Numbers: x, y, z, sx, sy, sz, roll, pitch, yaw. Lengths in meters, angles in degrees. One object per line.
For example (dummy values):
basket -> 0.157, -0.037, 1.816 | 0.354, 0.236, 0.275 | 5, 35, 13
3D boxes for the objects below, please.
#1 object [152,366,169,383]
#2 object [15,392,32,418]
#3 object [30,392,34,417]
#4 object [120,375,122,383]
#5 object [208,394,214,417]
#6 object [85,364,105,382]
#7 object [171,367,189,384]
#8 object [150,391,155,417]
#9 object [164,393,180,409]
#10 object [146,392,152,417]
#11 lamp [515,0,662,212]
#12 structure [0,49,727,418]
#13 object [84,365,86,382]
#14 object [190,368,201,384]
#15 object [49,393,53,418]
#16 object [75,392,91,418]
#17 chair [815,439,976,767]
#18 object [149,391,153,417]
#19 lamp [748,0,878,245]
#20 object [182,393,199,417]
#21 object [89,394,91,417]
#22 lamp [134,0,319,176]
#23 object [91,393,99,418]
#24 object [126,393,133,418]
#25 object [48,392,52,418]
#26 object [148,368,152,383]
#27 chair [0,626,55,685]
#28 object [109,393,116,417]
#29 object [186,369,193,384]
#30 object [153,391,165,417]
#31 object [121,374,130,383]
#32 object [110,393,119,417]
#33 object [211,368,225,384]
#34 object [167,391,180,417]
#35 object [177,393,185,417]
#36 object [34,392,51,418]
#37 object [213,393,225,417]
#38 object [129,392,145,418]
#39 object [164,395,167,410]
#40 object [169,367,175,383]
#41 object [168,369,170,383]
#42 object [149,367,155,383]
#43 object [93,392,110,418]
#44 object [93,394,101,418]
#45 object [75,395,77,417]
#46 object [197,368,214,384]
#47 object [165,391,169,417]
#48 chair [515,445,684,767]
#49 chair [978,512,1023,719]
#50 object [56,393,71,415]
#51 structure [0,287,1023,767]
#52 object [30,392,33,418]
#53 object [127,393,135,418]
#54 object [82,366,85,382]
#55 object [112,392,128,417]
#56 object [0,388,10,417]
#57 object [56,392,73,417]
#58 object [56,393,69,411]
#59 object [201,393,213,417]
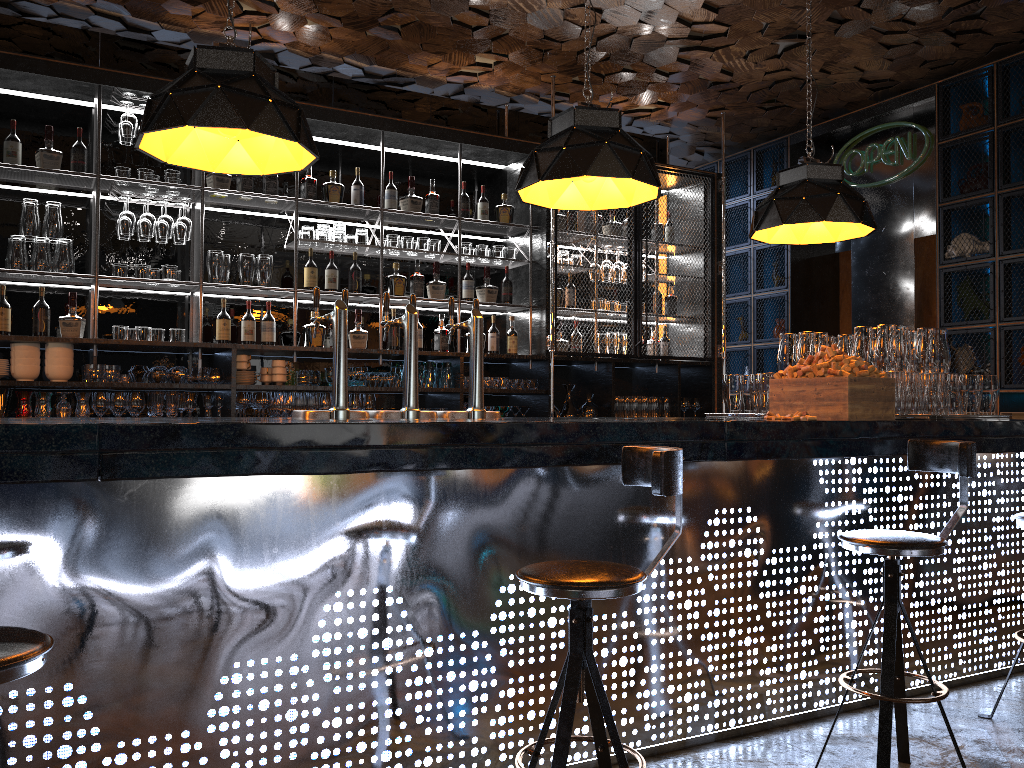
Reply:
object -> -2.041, -0.052, 5.149 | 0.093, 0.099, 0.093 | 1, -2, -12
object -> -2.624, 0.148, 4.764 | 0.082, 0.213, 0.082 | 0, -2, 1
object -> -2.704, 0.152, 4.922 | 0.082, 0.213, 0.082 | 0, -2, 21
object -> -2.221, -0.028, 5.079 | 0.044, 0.048, 0.049 | 0, -2, 3
object -> -1.832, 0.167, 5.373 | 0.071, 0.217, 0.071 | 1, -2, -20
object -> -2.318, -0.058, 4.933 | 0.100, 0.100, 0.089 | 1, -2, -24
object -> -1.929, -0.051, 5.156 | 0.093, 0.099, 0.093 | 1, -2, -9
object -> -2.080, 0.156, 5.186 | 0.071, 0.226, 0.071 | -1, -2, 33
object -> -2.019, 0.163, 5.266 | 0.092, 0.218, 0.092 | 0, -2, 22
object -> -2.167, 0.159, 5.334 | 0.071, 0.226, 0.071 | -1, -2, 33
lamp -> 0.315, -1.549, 3.625 | 0.582, 1.564, 0.607 | 1, -2, -29
structure -> -1.337, -0.428, 5.505 | 6.750, 3.553, 1.143 | 1, -2, -29
object -> -2.379, -0.056, 5.029 | 0.089, 0.100, 0.100 | -1, -2, 34
object -> -1.873, -0.045, 5.294 | 0.095, 0.096, 0.095 | 1, -2, -28
object -> -2.620, 0.154, 4.969 | 0.082, 0.213, 0.082 | 1, -2, -8
object -> -2.372, 0.153, 4.899 | 0.082, 0.213, 0.082 | 0, -2, 1
chair -> 1.243, 0.737, 2.841 | 0.476, 1.108, 0.419 | 1, -2, -14
object -> -2.121, 0.158, 5.270 | 0.071, 0.226, 0.071 | -1, -2, 33
lamp -> 1.482, -1.522, 4.399 | 0.582, 1.564, 0.607 | 1, -2, -29
object -> -1.883, 0.161, 5.187 | 0.092, 0.218, 0.092 | 0, -2, 22
object -> -2.410, 0.155, 4.982 | 0.082, 0.213, 0.082 | -1, -2, 42
lamp -> -0.966, -1.572, 3.060 | 0.582, 1.564, 0.607 | 1, -2, -29
object -> -2.416, 0.159, 5.179 | 0.084, 0.216, 0.084 | 0, -2, 10
object -> -2.256, 0.162, 5.267 | 0.084, 0.216, 0.084 | 0, -2, -6
object -> -2.583, 0.152, 4.885 | 0.082, 0.213, 0.082 | -1, -2, 38
object -> -2.144, -0.047, 5.335 | 0.093, 0.099, 0.093 | 1, -2, -27
chair -> -0.974, 0.688, 1.461 | 0.476, 1.108, 0.419 | 1, -2, -29
object -> -2.332, 0.160, 5.218 | 0.084, 0.216, 0.084 | 1, -2, -30
object -> -1.962, -0.042, 5.434 | 0.095, 0.096, 0.095 | 1, -2, -12
object -> -2.038, 0.154, 5.113 | 0.071, 0.226, 0.071 | -1, -2, 33
object -> -2.192, -0.029, 5.030 | 0.049, 0.048, 0.044 | 0, -2, 14
object -> -2.266, 0.158, 5.102 | 0.084, 0.216, 0.084 | 1, -2, -36
object -> -1.773, -0.044, 5.312 | 0.095, 0.096, 0.095 | 0, -2, -5
object -> -1.955, 0.155, 5.113 | 0.071, 0.226, 0.071 | -1, -2, 33
object -> -2.010, 0.166, 5.394 | 0.092, 0.218, 0.092 | 0, -2, 22
object -> -2.546, 0.150, 4.807 | 0.082, 0.213, 0.082 | 0, -2, 1
object -> -1.745, 0.165, 5.281 | 0.071, 0.217, 0.071 | 1, -2, -20
object -> -2.126, 0.156, 5.029 | 0.084, 0.216, 0.084 | 0, -2, 14
object -> -2.065, 0.165, 5.363 | 0.092, 0.218, 0.092 | 0, -2, 22
object -> -1.983, -0.049, 5.246 | 0.093, 0.099, 0.093 | -1, -2, 33
object -> -2.027, -0.047, 5.337 | 0.093, 0.099, 0.093 | 2, -2, -41
object -> -2.092, -0.050, 5.244 | 0.093, 0.099, 0.093 | 2, -2, -41
object -> -2.289, 0.153, 4.942 | 0.084, 0.216, 0.084 | 2, -2, -40
object -> -2.348, 0.156, 5.062 | 0.084, 0.216, 0.084 | 1, -2, -17
object -> -2.492, 0.159, 5.139 | 0.082, 0.213, 0.082 | 1, -2, -38
object -> -1.800, -0.047, 5.215 | 0.095, 0.096, 0.095 | -1, -2, 35
object -> -1.994, 0.156, 5.184 | 0.071, 0.226, 0.071 | -1, -2, 33
chair -> 0.198, 0.715, 2.215 | 0.476, 1.108, 0.419 | 1, -2, -14
chair -> 2.132, 0.757, 3.402 | 0.476, 1.108, 0.419 | 1, -2, -19
object -> -2.538, 0.156, 5.014 | 0.082, 0.213, 0.082 | 0, -2, 3
structure -> -0.417, 0.447, 3.164 | 6.009, 1.685, 1.214 | 1, -2, -29
object -> -2.665, 0.150, 4.844 | 0.082, 0.213, 0.082 | 1, -2, -36
object -> -2.193, 0.159, 5.149 | 0.084, 0.216, 0.084 | 0, -2, 14
object -> -2.437, -0.054, 5.134 | 0.100, 0.100, 0.089 | 1, -2, -21
object -> -2.205, 0.155, 4.985 | 0.084, 0.216, 0.084 | 1, -2, -13
object -> -2.727, 0.139, 4.736 | 0.073, 0.229, 0.073 | 2, -2, -40
object -> -2.454, 0.152, 4.857 | 0.082, 0.213, 0.082 | 0, -2, 5
object -> -2.494, 0.154, 4.934 | 0.082, 0.213, 0.082 | -1, -2, 41
object -> -1.818, 0.165, 5.286 | 0.071, 0.217, 0.071 | 1, -2, -20
